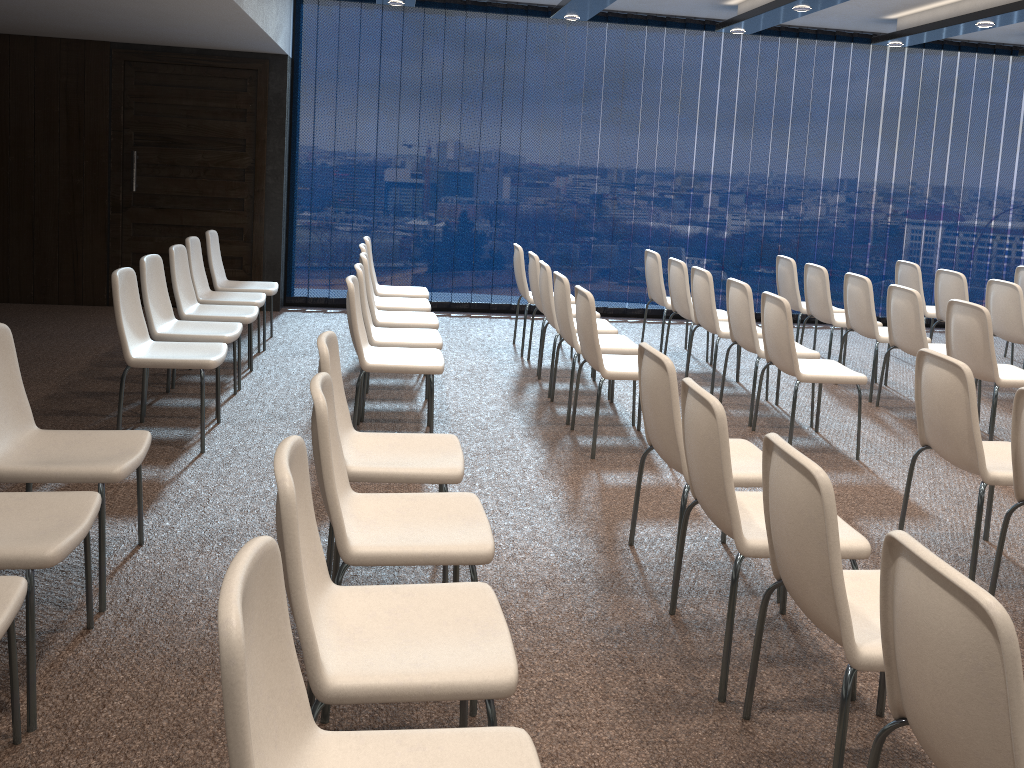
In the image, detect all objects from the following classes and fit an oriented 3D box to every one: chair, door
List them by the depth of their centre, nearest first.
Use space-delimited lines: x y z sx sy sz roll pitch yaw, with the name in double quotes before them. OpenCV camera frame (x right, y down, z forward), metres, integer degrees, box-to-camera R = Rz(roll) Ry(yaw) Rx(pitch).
"chair" -0.204 0.736 1.475 0.557 0.884 0.542 2 8 -7
"chair" 0.997 0.756 1.670 0.557 0.884 0.542 2 8 -8
"chair" -1.431 0.548 1.940 0.557 0.884 0.543 2 8 -9
"chair" -0.279 0.588 2.044 0.557 0.884 0.543 2 8 -10
"chair" 0.927 0.600 2.276 0.557 0.884 0.542 2 8 -7
"chair" -1.502 0.406 2.487 0.557 0.884 0.543 2 8 -10
"chair" -0.342 0.430 2.658 0.557 0.884 0.543 2 8 -10
"chair" 0.817 0.448 2.853 0.557 0.884 0.542 2 8 -7
"chair" 2.035 0.477 3.017 0.557 0.884 0.542 2 8 -8
"chair" -1.596 0.248 3.094 0.557 0.884 0.543 2 8 -9
"chair" -0.457 0.268 3.274 0.557 0.884 0.542 2 8 -7
"chair" 0.759 0.301 3.423 0.557 0.884 0.543 2 8 -10
"chair" 1.965 0.321 3.624 0.557 0.884 0.542 2 8 -6
"chair" -1.814 -0.158 4.654 0.557 0.884 0.543 2 8 -10
"chair" -0.650 -0.135 4.831 0.557 0.884 0.542 2 8 -7
"chair" 0.615 -0.098 4.976 0.557 0.884 0.543 2 8 -9
"chair" 1.745 -0.081 5.169 0.557 0.884 0.542 2 8 -7
"chair" -1.924 -0.316 5.259 0.557 0.884 0.542 2 8 -6
"chair" 2.947 -0.055 5.341 0.557 0.884 0.543 2 8 -10
"chair" -0.708 -0.282 5.403 0.557 0.884 0.543 2 8 -9
"chair" 0.520 -0.255 5.579 0.557 0.884 0.543 2 8 -9
"chair" 1.684 -0.234 5.764 0.557 0.884 0.542 2 8 -8
"chair" -1.994 -0.471 5.860 0.557 0.884 0.542 2 8 -8
"chair" 2.838 -0.213 5.943 0.557 0.884 0.542 2 8 -8
"chair" -0.781 -0.441 6.017 0.557 0.884 0.543 2 8 -9
"chair" 0.444 -0.405 6.158 0.557 0.884 0.542 2 8 -6
"chair" 1.571 -0.393 6.368 0.557 0.884 0.543 2 8 -9
"chair" -2.104 -0.623 6.435 0.557 0.884 0.543 2 8 -9
"chair" 2.768 -0.369 6.549 0.557 0.884 0.542 2 8 -7
"chair" -0.891 -0.598 6.617 0.557 0.884 0.543 2 8 -8
"chair" 3.930 -0.339 6.697 0.557 0.884 0.542 2 8 -8
"chair" 0.381 -0.563 6.770 0.557 0.884 0.542 2 8 -7
"chair" 1.500 -0.535 6.916 0.557 0.884 0.543 2 8 -10
"chair" -2.162 -0.771 7.010 0.557 0.884 0.543 2 8 -9
"chair" 2.658 -0.520 7.125 0.557 0.884 0.542 2 8 -7
"chair" -0.961 -0.754 7.221 0.557 0.884 0.542 2 8 -8
"chair" 3.821 -0.496 7.294 0.557 0.884 0.543 2 8 -9
"chair" 0.267 -0.723 7.381 0.557 0.884 0.542 2 8 -7
"chair" 1.405 -0.693 7.523 0.557 0.884 0.543 2 8 -9
"chair" 2.599 -0.669 7.703 0.557 0.884 0.542 2 8 -6
"chair" 3.751 -0.653 7.902 0.557 0.884 0.542 2 8 -7
"chair" 4.946 -0.628 8.079 0.557 0.884 0.543 2 8 -9
"door" -3.056 -1.909 8.324 1.399 2.364 0.274 2 6 -8

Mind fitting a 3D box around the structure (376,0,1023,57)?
"structure" 5.832 -2.373 4.867 13.132 0.226 8.277 1 14 -8
